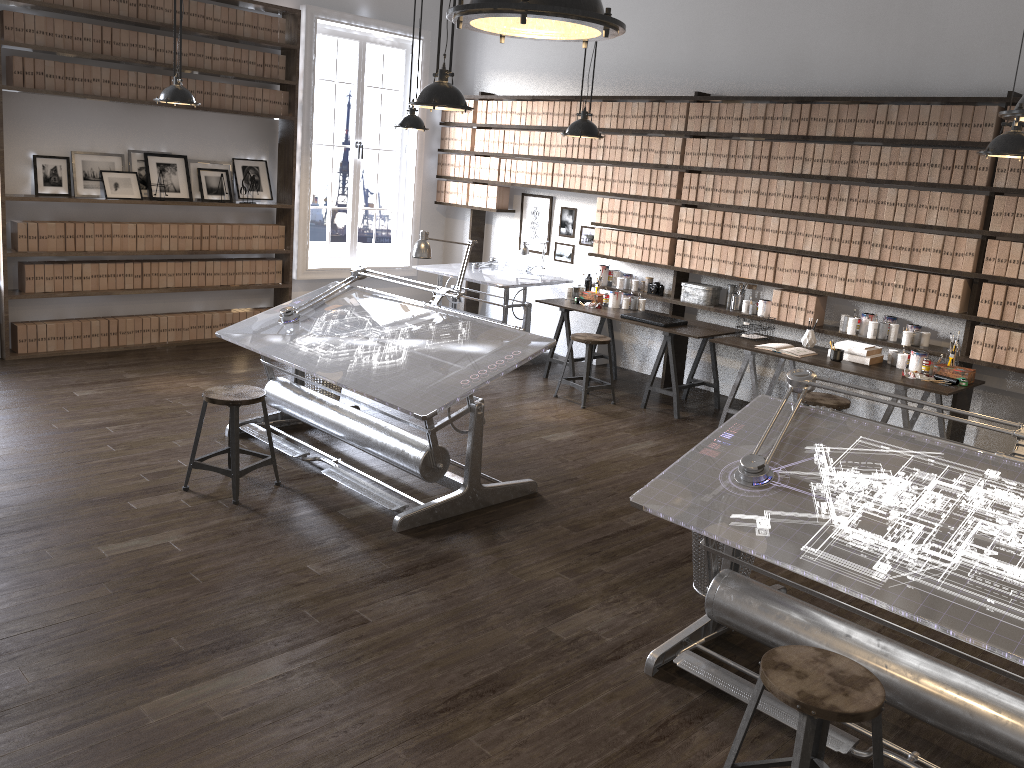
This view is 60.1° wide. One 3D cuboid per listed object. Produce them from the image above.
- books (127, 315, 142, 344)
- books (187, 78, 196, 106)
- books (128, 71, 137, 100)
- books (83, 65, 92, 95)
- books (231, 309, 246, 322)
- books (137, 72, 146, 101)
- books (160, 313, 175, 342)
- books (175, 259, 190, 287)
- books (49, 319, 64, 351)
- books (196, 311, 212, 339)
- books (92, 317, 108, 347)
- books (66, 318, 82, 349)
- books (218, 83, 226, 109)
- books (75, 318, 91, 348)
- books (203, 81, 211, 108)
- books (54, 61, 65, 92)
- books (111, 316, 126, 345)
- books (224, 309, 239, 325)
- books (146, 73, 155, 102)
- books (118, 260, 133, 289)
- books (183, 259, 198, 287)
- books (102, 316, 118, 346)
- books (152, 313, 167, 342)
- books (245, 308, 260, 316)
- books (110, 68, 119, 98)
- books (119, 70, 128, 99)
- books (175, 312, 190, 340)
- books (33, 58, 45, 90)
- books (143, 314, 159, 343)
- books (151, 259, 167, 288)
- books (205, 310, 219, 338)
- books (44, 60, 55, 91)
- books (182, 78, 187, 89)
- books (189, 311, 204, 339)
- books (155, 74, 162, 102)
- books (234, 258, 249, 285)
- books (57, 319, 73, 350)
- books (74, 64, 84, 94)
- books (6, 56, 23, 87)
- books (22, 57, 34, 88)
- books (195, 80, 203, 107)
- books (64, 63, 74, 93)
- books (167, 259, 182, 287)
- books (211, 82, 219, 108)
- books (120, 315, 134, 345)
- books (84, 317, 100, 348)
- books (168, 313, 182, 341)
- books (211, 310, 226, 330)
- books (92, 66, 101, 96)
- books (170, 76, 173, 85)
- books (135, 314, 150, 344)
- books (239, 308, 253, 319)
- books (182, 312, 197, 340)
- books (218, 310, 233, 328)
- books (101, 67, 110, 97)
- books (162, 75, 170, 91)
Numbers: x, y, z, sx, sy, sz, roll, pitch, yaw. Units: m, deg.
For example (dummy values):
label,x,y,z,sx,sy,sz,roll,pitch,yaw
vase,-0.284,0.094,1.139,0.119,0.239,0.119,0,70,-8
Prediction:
label,x,y,z,sx,sy,sz,roll,pitch,yaw
books,-3.257,-0.468,7.633,0.067,0.223,0.176,-6,16,-44
books,-2.774,-2.488,7.562,0.067,0.223,0.175,-6,16,-44
books,-3.126,-2.432,7.219,0.067,0.223,0.175,-6,16,-44
books,-3.374,-2.393,6.980,0.067,0.223,0.176,-6,16,-44
books,-2.568,-0.580,8.314,0.067,0.223,0.175,-6,16,-44
books,-3.072,-2.440,7.267,0.067,0.223,0.176,-6,16,-44
books,-3.051,-0.502,7.839,0.067,0.223,0.176,-6,16,-44
books,-2.920,-0.984,7.840,0.067,0.223,0.176,-6,16,-44
books,-3.706,-0.398,7.201,0.067,0.223,0.176,-6,16,-44
books,-2.808,-0.540,8.074,0.067,0.223,0.176,-6,16,-44
books,-3.460,-0.438,7.444,0.067,0.223,0.176,-6,16,-44
books,-3.611,-0.414,7.295,0.067,0.223,0.176,-6,16,-44
books,-2.579,-2.520,7.757,0.067,0.223,0.176,-6,16,-44
books,-3.560,-0.422,7.345,0.067,0.223,0.175,-6,16,-44
books,-2.675,-2.505,7.664,0.067,0.223,0.176,-6,16,-44
books,-3.521,-2.370,6.838,0.067,0.223,0.175,-6,16,-44
books,-3.353,-0.455,7.548,0.067,0.223,0.176,-6,16,-44
books,-2.619,-0.572,8.265,0.067,0.223,0.176,-6,16,-44
books,-3.021,-2.448,7.318,0.067,0.223,0.176,-6,16,-44
books,-3.272,-0.927,7.491,0.067,0.223,0.175,-6,16,-44
books,-2.866,-0.993,7.892,0.067,0.223,0.176,-6,16,-44
books,-3.402,-0.445,7.492,0.067,0.223,0.176,-6,16,-44
books,-3.102,-0.493,7.787,0.067,0.223,0.176,-6,16,-44
books,-2.468,-0.596,8.414,0.067,0.223,0.176,-6,16,-44
books,-3.227,-2.417,7.123,0.067,0.223,0.176,-6,16,-44
books,-3.179,-2.425,7.173,0.067,0.223,0.175,-6,16,-44
books,-2.957,-0.516,7.927,0.067,0.223,0.176,-6,16,-44
books,-3.622,-2.354,6.739,0.067,0.223,0.176,-6,16,-44
books,-3.156,-0.485,7.736,0.067,0.223,0.175,-6,16,-44
books,-3.067,-0.959,7.689,0.067,0.223,0.176,-6,16,-44
books,-2.758,-0.549,8.126,0.067,0.223,0.176,-6,16,-44
books,-3.568,-2.361,6.785,0.067,0.223,0.175,-6,16,-44
books,-2.827,-2.481,7.516,0.067,0.223,0.176,-6,16,-44
books,-2.861,-0.533,8.028,0.067,0.223,0.176,-6,16,-44
books,-2.979,-2.456,7.365,0.067,0.223,0.176,-6,16,-44
books,-2.516,-1.048,8.233,0.067,0.223,0.176,-6,16,-44
books,-3.655,-0.405,7.244,0.067,0.223,0.176,-6,16,-44
books,-3.418,-2.385,6.930,0.067,0.223,0.176,-6,16,-44
books,-3.729,-2.337,6.635,0.067,0.223,0.176,-6,16,-44
books,-3.672,-2.345,6.683,0.067,0.223,0.176,-6,16,-44
books,-2.726,-2.497,7.615,0.067,0.223,0.175,-6,16,-44
books,-3.470,-2.378,6.887,0.067,0.223,0.176,-6,16,-44
books,-2.971,-0.977,7.793,0.067,0.223,0.175,-6,16,-44
books,-2.623,-2.511,7.707,0.067,0.223,0.176,-6,16,-44
books,-3.305,-0.462,7.592,0.067,0.223,0.176,-6,16,-44
books,-3.507,-0.429,7.391,0.067,0.223,0.175,-6,16,-44
books,-3.007,-0.510,7.883,0.067,0.223,0.176,-6,16,-44
books,-2.714,-0.556,8.171,0.067,0.223,0.176,-6,16,-44
books,-3.328,-2.400,7.022,0.067,0.223,0.176,-6,16,-44
books,-2.877,-2.471,7.460,0.067,0.223,0.176,-6,16,-44
books,-3.205,-0.476,7.683,0.067,0.223,0.176,-6,16,-44
books,-2.515,-0.587,8.361,0.067,0.223,0.175,-6,16,-44
books,-2.912,-0.526,7.980,0.067,0.223,0.175,-6,16,-44
books,-2.663,-0.563,8.214,0.067,0.223,0.176,-6,16,-44
books,-3.275,-2.408,7.072,0.067,0.223,0.176,-6,16,-44
books,-2.934,-2.464,7.412,0.067,0.223,0.176,-6,16,-44
